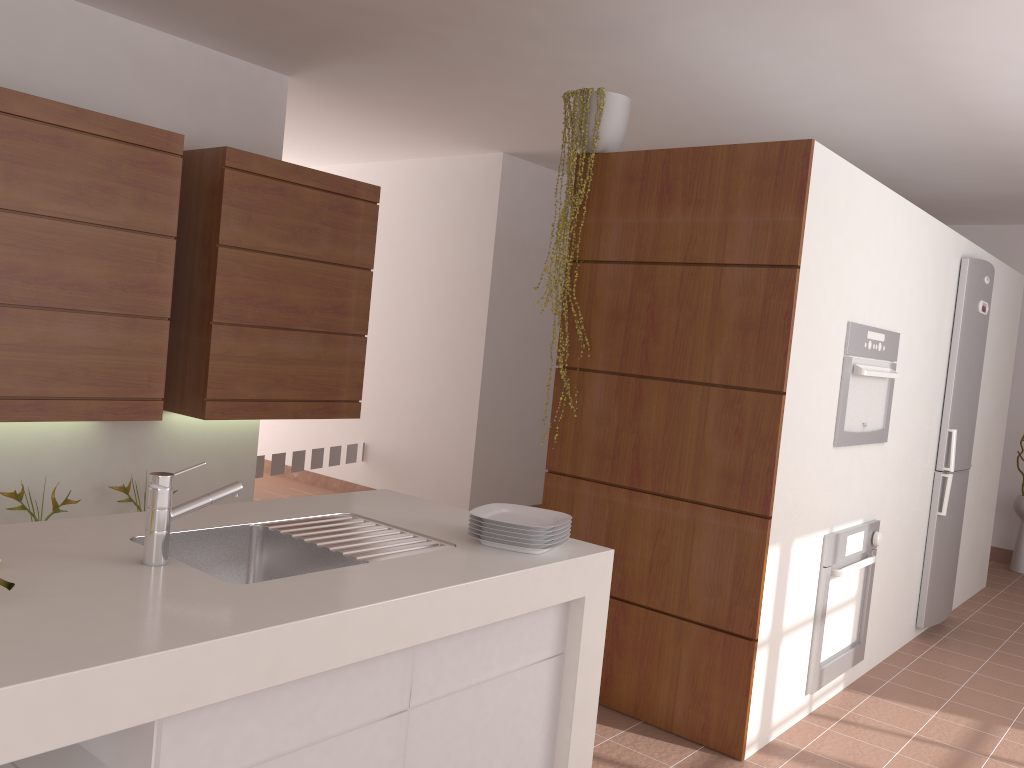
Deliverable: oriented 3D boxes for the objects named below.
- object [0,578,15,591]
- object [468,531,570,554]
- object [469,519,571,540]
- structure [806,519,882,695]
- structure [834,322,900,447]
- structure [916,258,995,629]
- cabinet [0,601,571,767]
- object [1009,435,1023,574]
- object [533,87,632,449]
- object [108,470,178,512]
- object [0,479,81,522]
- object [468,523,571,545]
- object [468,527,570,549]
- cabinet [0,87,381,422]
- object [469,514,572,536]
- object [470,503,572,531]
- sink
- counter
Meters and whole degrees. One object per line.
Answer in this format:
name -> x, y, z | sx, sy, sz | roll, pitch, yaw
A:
object -> -0.886, 0.288, 1.405 | 0.207, 0.055, 0.047 | 6, 3, 16
object -> 0.017, 0.374, 2.131 | 0.228, 0.020, 0.228 | 7, 3, 21
object -> 0.020, 0.343, 2.130 | 0.228, 0.020, 0.228 | 7, 3, 21
structure -> 1.315, 0.854, 3.469 | 0.058, 0.592, 0.596 | 8, 4, 39
structure -> 1.400, 0.011, 3.421 | 0.056, 0.454, 0.614 | 8, 4, 39
structure -> 2.316, 0.301, 4.579 | 0.089, 1.862, 0.604 | 8, 4, 39
cabinet -> -0.819, 0.783, 1.571 | 0.737, 0.700, 2.048 | 8, 4, 39
object -> 3.758, 0.800, 6.053 | 0.284, 1.112, 0.655 | 4, 3, -32
object -> 0.238, -0.424, 3.364 | 0.297, 1.344, 0.279 | 6, 3, -2
object -> -1.653, 0.659, 3.958 | 0.087, 0.546, 0.296 | 8, 4, 39
object -> -1.932, 0.649, 3.610 | 0.296, 0.546, 0.087 | 4, 3, -35
object -> 0.019, 0.354, 2.130 | 0.228, 0.020, 0.228 | 7, 3, 21
object -> 0.018, 0.364, 2.131 | 0.228, 0.020, 0.228 | 7, 3, 21
cabinet -> -2.505, -0.510, 2.983 | 0.754, 1.200, 4.718 | 8, 4, 39
object -> 0.021, 0.333, 2.129 | 0.228, 0.020, 0.228 | 7, 3, 21
object -> 0.022, 0.323, 2.129 | 0.228, 0.020, 0.228 | 7, 3, 21
sink -> -0.479, 0.341, 1.922 | 0.404, 0.368, 0.668 | 8, 4, 39
counter -> -0.782, 0.735, 1.614 | 0.821, 0.800, 2.156 | 8, 4, 39
